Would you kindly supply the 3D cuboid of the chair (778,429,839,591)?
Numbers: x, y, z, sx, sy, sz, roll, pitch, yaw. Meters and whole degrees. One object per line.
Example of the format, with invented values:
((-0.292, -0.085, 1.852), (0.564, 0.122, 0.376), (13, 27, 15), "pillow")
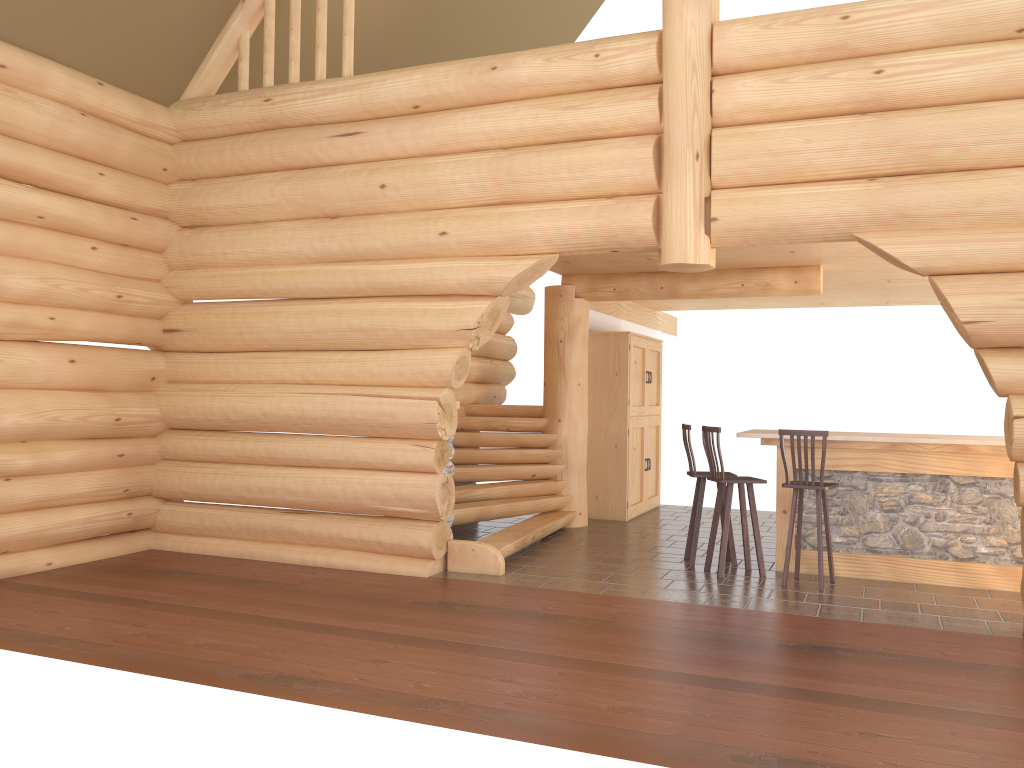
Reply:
((2.530, 1.046, 7.557), (0.406, 1.319, 0.504), (0, -1, 33), "chair")

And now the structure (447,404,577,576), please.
((-0.497, 0.870, 9.719), (1.951, 1.643, 3.604), (1, -1, 17), "structure")

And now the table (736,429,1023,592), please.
((3.763, 1.104, 8.066), (3.220, 1.257, 1.196), (1, -1, 23), "table")

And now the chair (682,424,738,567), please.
((1.877, 1.048, 8.484), (0.504, 1.319, 0.406), (1, -1, 3), "chair")

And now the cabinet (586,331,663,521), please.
((1.572, 0.548, 12.179), (0.670, 2.403, 1.847), (1, -1, 23), "cabinet")

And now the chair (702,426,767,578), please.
((1.984, 1.043, 7.974), (0.504, 1.319, 0.406), (1, -1, -9), "chair")
